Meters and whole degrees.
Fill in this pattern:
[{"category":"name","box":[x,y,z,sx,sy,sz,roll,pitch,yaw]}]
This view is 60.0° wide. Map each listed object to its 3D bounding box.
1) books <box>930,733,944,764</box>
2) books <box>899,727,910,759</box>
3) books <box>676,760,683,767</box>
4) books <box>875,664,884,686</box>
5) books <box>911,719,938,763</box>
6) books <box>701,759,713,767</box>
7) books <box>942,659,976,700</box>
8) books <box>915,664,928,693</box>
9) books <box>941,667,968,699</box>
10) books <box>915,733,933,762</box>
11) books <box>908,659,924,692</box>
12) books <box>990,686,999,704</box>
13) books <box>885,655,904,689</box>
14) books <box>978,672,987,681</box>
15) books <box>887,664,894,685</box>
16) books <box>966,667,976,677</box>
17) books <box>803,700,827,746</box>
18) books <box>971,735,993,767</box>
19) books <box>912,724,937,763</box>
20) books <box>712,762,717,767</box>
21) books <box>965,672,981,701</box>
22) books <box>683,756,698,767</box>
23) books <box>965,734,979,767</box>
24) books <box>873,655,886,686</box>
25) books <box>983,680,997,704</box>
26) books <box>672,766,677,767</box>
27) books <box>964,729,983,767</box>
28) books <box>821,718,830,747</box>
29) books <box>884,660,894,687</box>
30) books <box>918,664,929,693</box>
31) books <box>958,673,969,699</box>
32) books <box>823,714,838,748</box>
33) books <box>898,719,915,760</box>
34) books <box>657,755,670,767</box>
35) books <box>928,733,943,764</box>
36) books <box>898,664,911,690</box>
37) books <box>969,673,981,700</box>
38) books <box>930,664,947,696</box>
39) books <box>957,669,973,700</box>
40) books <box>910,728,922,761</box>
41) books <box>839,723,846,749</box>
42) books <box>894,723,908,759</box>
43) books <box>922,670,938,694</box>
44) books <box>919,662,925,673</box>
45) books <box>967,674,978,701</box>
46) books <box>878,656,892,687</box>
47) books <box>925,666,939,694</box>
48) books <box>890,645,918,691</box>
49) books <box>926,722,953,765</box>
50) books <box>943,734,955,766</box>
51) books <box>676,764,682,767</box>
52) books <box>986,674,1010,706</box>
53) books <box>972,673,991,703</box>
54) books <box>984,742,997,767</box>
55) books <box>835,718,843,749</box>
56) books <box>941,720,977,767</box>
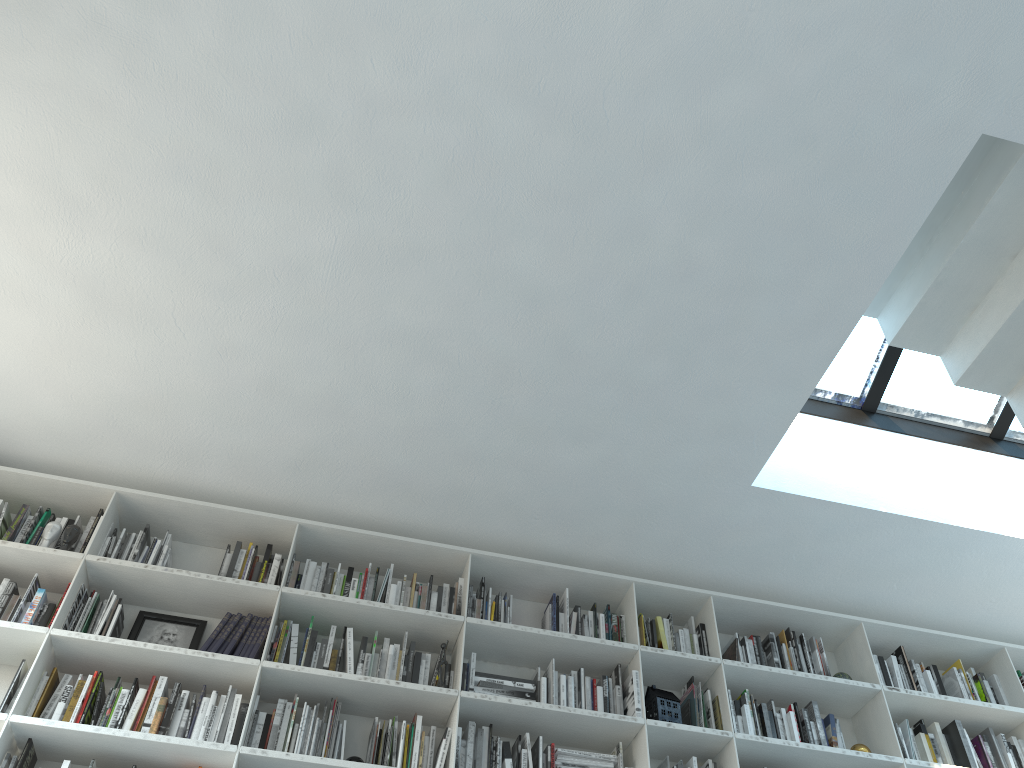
[{"category":"books","box":[2.072,1.873,4.379,0.024,0.234,0.147,11,-48,-8]},{"category":"books","box":[1.893,1.827,4.344,0.013,0.235,0.142,11,-48,-8]},{"category":"books","box":[0.734,1.828,3.924,0.019,0.273,0.146,11,-48,-8]},{"category":"books","box":[1.854,1.574,4.573,0.022,0.181,0.191,11,-48,-8]},{"category":"books","box":[2.031,1.834,4.385,0.011,0.294,0.163,11,-48,-8]},{"category":"books","box":[0.866,1.846,3.946,0.028,0.292,0.155,11,-48,-8]},{"category":"books","box":[2.385,1.646,4.710,0.007,0.319,0.166,11,-48,-8]},{"category":"books","box":[2.106,1.615,4.637,0.022,0.234,0.173,11,-48,-8]},{"category":"books","box":[2.326,1.649,4.672,0.019,0.254,0.170,11,-48,-8]},{"category":"books","box":[1.989,1.845,4.338,0.025,0.206,0.176,11,-48,-8]},{"category":"books","box":[2.089,1.602,4.643,0.014,0.260,0.169,11,-48,-8]},{"category":"books","box":[2.537,1.730,4.708,0.031,0.210,0.132,11,-48,-8]},{"category":"books","box":[1.986,1.580,4.637,0.048,0.276,0.151,11,-48,-8]},{"category":"books","box":[2.512,1.698,4.725,0.025,0.277,0.137,11,-48,-8]},{"category":"books","box":[1.945,1.595,4.633,0.027,0.248,0.140,11,-48,-8]},{"category":"books","box":[2.464,1.679,4.723,0.020,0.297,0.132,11,-48,-8]},{"category":"books","box":[1.449,1.706,4.285,0.029,0.283,0.184,11,-48,-8]},{"category":"books","box":[2.303,1.895,4.392,0.014,0.238,0.190,11,-48,-8]},{"category":"books","box":[2.014,1.836,4.364,0.026,0.259,0.168,11,-48,-8]},{"category":"books","box":[0.882,1.853,3.941,0.025,0.275,0.174,11,-48,-8]},{"category":"books","box":[2.408,1.674,4.687,0.031,0.247,0.165,11,-48,-8]},{"category":"books","box":[0.782,1.817,3.911,0.028,0.273,0.188,11,-48,-8]},{"category":"books","box":[2.220,1.879,4.374,0.030,0.228,0.188,11,-48,-8]},{"category":"books","box":[1.875,1.564,4.609,0.025,0.249,0.179,11,-48,-8]},{"category":"books","box":[2.489,1.703,4.684,0.029,0.208,0.170,11,-48,-8]},{"category":"books","box":[0.701,1.836,3.910,0.024,0.241,0.160,11,-48,-8]},{"category":"books","box":[2.268,1.891,4.419,0.048,0.281,0.163,11,-48,-8]},{"category":"books","box":[1.473,1.747,4.272,0.030,0.211,0.157,11,-48,-8]},{"category":"books","box":[1.924,1.583,4.611,0.024,0.229,0.169,11,-48,-8]},{"category":"books","box":[2.125,1.620,4.652,0.021,0.252,0.152,11,-48,-8]},{"category":"books","box":[2.338,1.666,4.663,0.008,0.219,0.183,11,-48,-8]},{"category":"books","box":[1.517,1.739,4.278,0.054,0.234,0.172,11,-48,-8]},{"category":"books","box":[1.925,1.818,4.365,0.052,0.280,0.167,11,-48,-8]},{"category":"books","box":[0.671,1.816,3.922,0.018,0.283,0.160,11,-48,-8]},{"category":"books","box":[2.049,1.862,4.361,0.030,0.223,0.158,11,-48,-8]},{"category":"books","box":[2.023,1.605,4.627,0.030,0.229,0.149,11,-48,-8]},{"category":"books","box":[2.428,1.687,4.703,0.017,0.255,0.147,11,-48,-8]},{"category":"books","box":[2.214,1.634,4.664,0.030,0.256,0.165,11,-48,-8]},{"category":"books","box":[2.357,1.664,4.681,0.016,0.250,0.190,11,-48,-8]},{"category":"books","box":[1.960,1.842,4.365,0.026,0.249,0.131,11,-48,-8]},{"category":"books","box":[1.568,1.772,4.302,0.026,0.228,0.141,11,-48,-8]},{"category":"books","box":[1.880,1.820,4.350,0.012,0.252,0.162,11,-48,-8]},{"category":"books","box":[2.149,1.632,4.627,0.024,0.201,0.191,11,-48,-8]},{"category":"books","box":[2.161,1.629,4.675,0.012,0.277,0.154,11,-48,-8]},{"category":"books","box":[2.393,1.673,4.671,0.007,0.224,0.171,11,-48,-8]},{"category":"books","box":[1.902,1.569,4.606,0.026,0.240,0.185,11,-48,-8]},{"category":"books","box":[2.191,1.641,4.668,0.012,0.252,0.162,11,-48,-8]},{"category":"books","box":[2.048,1.568,4.660,0.014,0.330,0.181,11,-48,-8]},{"category":"books","box":[2.102,1.846,4.388,0.026,0.286,0.157,11,-48,-8]},{"category":"books","box":[2.124,1.874,4.380,0.025,0.237,0.143,11,-48,-8]},{"category":"books","box":[0.719,1.833,3.911,0.028,0.248,0.165,11,-48,-8]},{"category":"books","box":[2.571,1.703,4.716,0.026,0.261,0.164,11,-48,-8]},{"category":"books","box":[2.450,1.682,4.683,0.018,0.233,0.187,11,-48,-8]},{"category":"books","box":[2.336,1.915,4.394,0.031,0.216,0.166,11,-48,-8]},{"category":"books","box":[1.536,1.756,4.281,0.048,0.215,0.183,11,-48,-8]},{"category":"books","box":[2.164,1.834,4.359,0.032,0.264,0.247,11,-48,-8]}]
